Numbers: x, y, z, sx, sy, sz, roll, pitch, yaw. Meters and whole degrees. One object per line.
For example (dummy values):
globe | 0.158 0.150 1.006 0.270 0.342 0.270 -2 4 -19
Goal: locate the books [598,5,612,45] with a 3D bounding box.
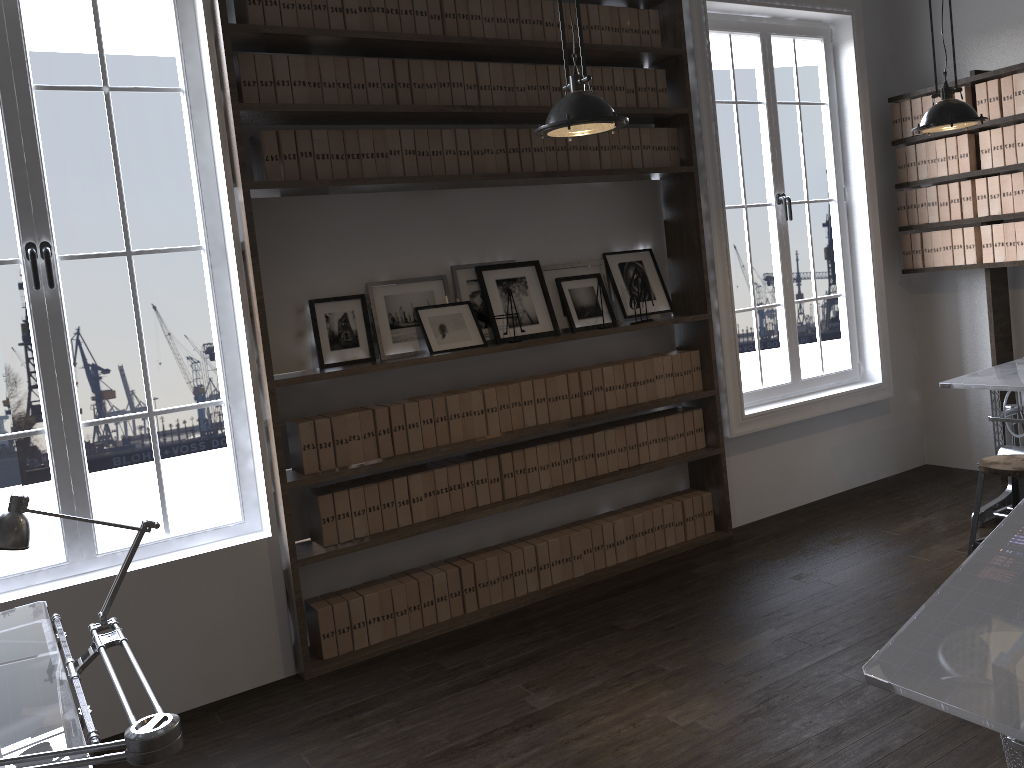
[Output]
books | 0.440 -1.852 4.660 0.067 0.225 0.174 -9 5 -31

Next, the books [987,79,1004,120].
books | 2.839 -1.644 5.126 0.175 0.225 0.067 -9 5 -31

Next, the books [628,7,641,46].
books | 0.605 -1.882 4.764 0.067 0.225 0.174 -9 5 -31

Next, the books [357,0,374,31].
books | -0.693 -1.646 3.967 0.067 0.225 0.174 -9 5 -31

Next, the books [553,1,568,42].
books | 0.202 -1.808 4.513 0.067 0.225 0.174 -9 5 -31

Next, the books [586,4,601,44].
books | 0.380 -1.841 4.621 0.067 0.225 0.174 -9 5 -31

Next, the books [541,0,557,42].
books | 0.142 -1.797 4.473 0.067 0.225 0.174 -9 5 -31

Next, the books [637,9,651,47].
books | 0.665 -1.893 4.801 0.067 0.225 0.174 -9 5 -31

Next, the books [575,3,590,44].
books | 0.319 -1.830 4.588 0.067 0.225 0.174 -9 5 -31

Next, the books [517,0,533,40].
books | 0.025 -1.776 4.406 0.067 0.225 0.174 -9 5 -31

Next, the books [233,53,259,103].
books | -1.124 -1.246 3.704 0.067 0.225 0.174 -9 5 -31

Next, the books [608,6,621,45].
books | 0.493 -1.862 4.694 0.067 0.225 0.174 -9 5 -31

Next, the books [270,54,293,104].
books | -1.003 -1.267 3.771 0.067 0.225 0.174 -9 5 -31

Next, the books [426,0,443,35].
books | -0.400 -1.699 4.148 0.067 0.225 0.174 -9 5 -31

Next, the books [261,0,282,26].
books | -1.043 -1.581 3.746 0.067 0.225 0.174 -9 5 -31

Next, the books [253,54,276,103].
books | -1.064 -1.257 3.738 0.067 0.225 0.174 -9 5 -31

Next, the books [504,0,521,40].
books | -0.039 -1.765 4.368 0.067 0.225 0.174 -9 5 -31

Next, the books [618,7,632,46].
books | 0.551 -1.872 4.724 0.067 0.225 0.174 -9 5 -31

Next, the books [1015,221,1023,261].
books | 2.979 -0.827 5.096 0.175 0.225 0.067 -9 5 -31

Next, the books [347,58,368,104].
books | -0.717 -1.320 3.952 0.067 0.225 0.174 -9 5 -31

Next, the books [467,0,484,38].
books | -0.215 -1.732 4.254 0.067 0.225 0.174 -9 5 -31

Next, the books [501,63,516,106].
books | -0.062 -1.439 4.353 0.067 0.225 0.174 -9 5 -31

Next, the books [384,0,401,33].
books | -0.580 -1.666 4.037 0.067 0.225 0.174 -9 5 -31

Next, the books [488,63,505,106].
books | -0.114 -1.429 4.319 0.067 0.225 0.174 -9 5 -31

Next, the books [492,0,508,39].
books | -0.099 -1.754 4.334 0.067 0.225 0.174 -9 5 -31

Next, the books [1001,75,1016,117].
books | 2.883 -1.642 5.065 0.175 0.225 0.067 -9 5 -31

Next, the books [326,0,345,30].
books | -0.805 -1.625 3.894 0.067 0.225 0.174 -9 5 -31

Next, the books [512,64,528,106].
books | -0.003 -1.449 4.383 0.067 0.225 0.174 -9 5 -31

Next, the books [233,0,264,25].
books | -1.104 -1.570 3.708 0.067 0.225 0.174 -9 5 -31

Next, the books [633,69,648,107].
books | 0.645 -1.568 4.782 0.067 0.225 0.174 -9 5 -31

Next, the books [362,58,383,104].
books | -0.655 -1.331 3.985 0.067 0.225 0.174 -9 5 -31

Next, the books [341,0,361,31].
books | -0.745 -1.636 3.933 0.067 0.225 0.174 -9 5 -31

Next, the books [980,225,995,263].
books | 2.874 -0.836 5.269 0.175 0.225 0.067 -9 5 -31

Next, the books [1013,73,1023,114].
books | 2.916 -1.638 5.002 0.175 0.225 0.067 -9 5 -31

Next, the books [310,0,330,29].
books | -0.867 -1.614 3.860 0.067 0.225 0.174 -9 5 -31

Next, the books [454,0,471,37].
books | -0.274 -1.722 4.226 0.067 0.225 0.174 -9 5 -31

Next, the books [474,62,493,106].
books | -0.175 -1.418 4.279 0.067 0.225 0.174 -9 5 -31

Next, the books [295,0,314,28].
books | -0.927 -1.603 3.826 0.067 0.225 0.174 -9 5 -31

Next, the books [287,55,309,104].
books | -0.943 -1.278 3.811 0.067 0.225 0.174 -9 5 -31

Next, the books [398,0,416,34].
books | -0.520 -1.677 4.074 0.067 0.225 0.174 -9 5 -31

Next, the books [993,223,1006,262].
books | 2.914 -0.833 5.208 0.175 0.225 0.067 -9 5 -31

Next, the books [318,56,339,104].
books | -0.831 -1.298 3.875 0.067 0.225 0.174 -9 5 -31

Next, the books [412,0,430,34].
books | -0.458 -1.688 4.107 0.067 0.225 0.174 -9 5 -31

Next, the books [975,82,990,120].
books | 2.805 -1.648 5.192 0.175 0.225 0.067 -9 5 -31

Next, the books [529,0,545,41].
books | 0.081 -1.786 4.435 0.067 0.225 0.174 -9 5 -31

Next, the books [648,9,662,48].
books | 0.727 -1.904 4.834 0.067 0.225 0.174 -9 5 -31

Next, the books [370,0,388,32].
books | -0.634 -1.656 3.997 0.067 0.225 0.174 -9 5 -31

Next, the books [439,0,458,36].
books | -0.334 -1.710 4.182 0.067 0.225 0.174 -9 5 -31

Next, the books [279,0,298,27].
books | -0.984 -1.592 3.786 0.067 0.225 0.174 -9 5 -31

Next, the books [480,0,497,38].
books | -0.155 -1.743 4.294 0.067 0.225 0.174 -9 5 -31

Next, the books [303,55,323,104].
books | -0.890 -1.288 3.845 0.067 0.225 0.174 -9 5 -31

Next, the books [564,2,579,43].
books | 0.259 -1.819 4.553 0.067 0.225 0.174 -9 5 -31

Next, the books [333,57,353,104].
books | -0.777 -1.309 3.915 0.067 0.225 0.174 -9 5 -31
